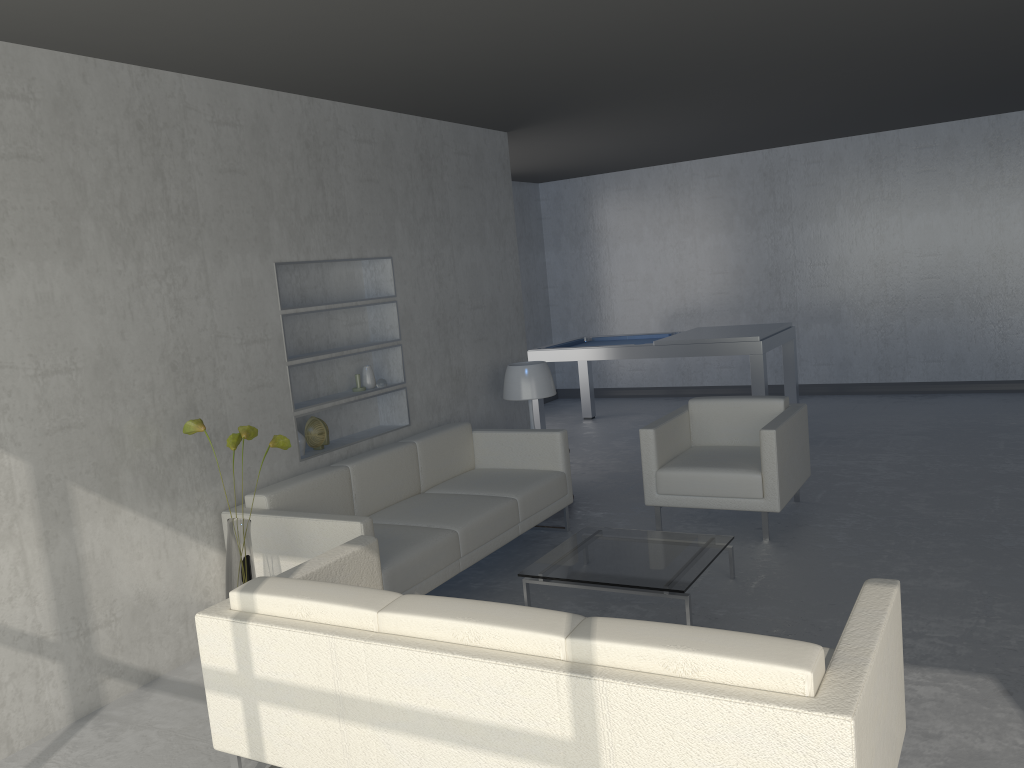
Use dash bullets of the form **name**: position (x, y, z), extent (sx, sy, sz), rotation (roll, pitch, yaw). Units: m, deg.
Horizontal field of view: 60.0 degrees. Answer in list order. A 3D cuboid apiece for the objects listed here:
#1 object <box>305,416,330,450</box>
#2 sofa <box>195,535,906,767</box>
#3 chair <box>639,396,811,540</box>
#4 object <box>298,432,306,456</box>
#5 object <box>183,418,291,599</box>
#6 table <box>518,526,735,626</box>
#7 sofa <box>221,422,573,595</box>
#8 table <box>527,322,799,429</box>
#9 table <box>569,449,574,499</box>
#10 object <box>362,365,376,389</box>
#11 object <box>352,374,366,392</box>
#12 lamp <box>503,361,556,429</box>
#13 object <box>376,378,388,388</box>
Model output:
- **object**: position (-1.010, 0.256, 4.672), extent (0.088, 0.179, 0.163), rotation (-3, 8, 20)
- **sofa**: position (0.078, 0.869, 2.587), extent (1.881, 0.658, 0.821), rotation (-1, 8, 30)
- **chair**: position (1.241, 0.443, 5.096), extent (0.748, 0.662, 0.821), rotation (-1, 8, 30)
- **object**: position (-1.103, 0.305, 4.560), extent (0.086, 0.128, 0.086), rotation (1, 9, 41)
- **object**: position (-1.040, 0.647, 3.641), extent (0.400, 1.051, 0.387), rotation (-10, 8, -32)
- **table**: position (0.547, 0.875, 4.077), extent (0.773, 0.190, 0.730), rotation (-1, 8, 30)
- **sofa**: position (-0.454, 0.672, 4.564), extent (0.821, 0.658, 1.881), rotation (-1, 8, 30)
- **table**: position (1.334, -0.021, 7.873), extent (2.095, 0.835, 1.180), rotation (-1, 8, 30)
- **table**: position (0.168, 0.609, 5.840), extent (0.452, 0.358, 0.452), rotation (-5, 7, 5)
- **object**: position (-0.820, -0.039, 5.055), extent (0.079, 0.130, 0.079), rotation (-2, 8, 28)
- **object**: position (-0.864, -0.008, 4.987), extent (0.074, 0.094, 0.074), rotation (-6, 7, -6)
- **lamp**: position (0.123, 0.154, 5.781), extent (0.347, 0.582, 0.347), rotation (-6, 7, -1)
- **object**: position (-0.745, -0.007, 5.071), extent (0.064, 0.050, 0.064), rotation (0, 9, 35)
